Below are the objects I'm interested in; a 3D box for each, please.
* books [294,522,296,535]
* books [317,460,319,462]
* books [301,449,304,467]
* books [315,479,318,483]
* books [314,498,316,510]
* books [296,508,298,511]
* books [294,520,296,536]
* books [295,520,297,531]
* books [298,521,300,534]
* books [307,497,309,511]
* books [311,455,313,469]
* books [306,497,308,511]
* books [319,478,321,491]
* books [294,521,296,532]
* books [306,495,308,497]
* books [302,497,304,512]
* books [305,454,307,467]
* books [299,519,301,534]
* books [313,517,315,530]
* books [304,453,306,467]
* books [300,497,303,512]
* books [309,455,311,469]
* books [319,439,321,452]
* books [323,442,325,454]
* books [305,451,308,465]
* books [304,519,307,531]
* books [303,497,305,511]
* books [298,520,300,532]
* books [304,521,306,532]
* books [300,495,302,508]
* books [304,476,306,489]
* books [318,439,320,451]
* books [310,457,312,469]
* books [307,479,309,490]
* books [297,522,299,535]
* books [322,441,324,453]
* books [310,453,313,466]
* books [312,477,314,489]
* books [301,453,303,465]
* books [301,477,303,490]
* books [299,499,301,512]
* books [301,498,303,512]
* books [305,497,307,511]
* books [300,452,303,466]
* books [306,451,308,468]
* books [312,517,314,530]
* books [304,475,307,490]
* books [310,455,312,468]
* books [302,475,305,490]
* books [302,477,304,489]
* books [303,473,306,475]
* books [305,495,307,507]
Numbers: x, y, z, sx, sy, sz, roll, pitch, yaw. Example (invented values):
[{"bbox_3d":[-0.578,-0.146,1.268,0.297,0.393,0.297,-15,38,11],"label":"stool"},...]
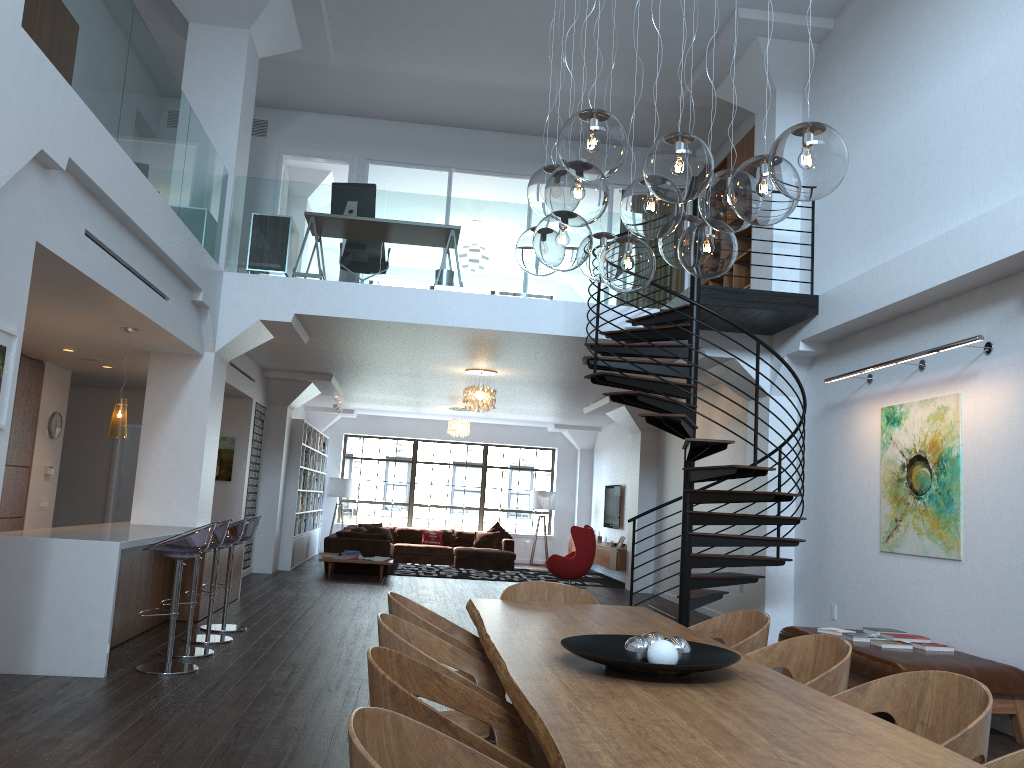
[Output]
[{"bbox_3d":[-3.608,2.352,14.415,0.161,0.223,0.032,4,-8,-6],"label":"books"},{"bbox_3d":[-3.876,1.595,17.403,0.140,0.231,0.042,4,-8,-6],"label":"books"},{"bbox_3d":[-3.545,1.218,14.685,0.176,0.290,0.053,4,-8,-6],"label":"books"},{"bbox_3d":[-3.892,1.977,17.405,0.140,0.231,0.042,4,-8,-6],"label":"books"},{"bbox_3d":[-3.900,2.315,17.169,0.174,0.242,0.105,4,-8,-6],"label":"books"},{"bbox_3d":[-3.619,2.028,14.397,0.197,0.033,0.284,8,-9,-31],"label":"books"},{"bbox_3d":[-3.626,2.341,14.451,0.183,0.253,0.042,4,-8,-6],"label":"books"},{"bbox_3d":[-3.635,2.352,14.533,0.180,0.251,0.048,4,-8,-6],"label":"books"},{"bbox_3d":[-3.695,2.413,15.037,0.180,0.259,0.042,4,-8,-6],"label":"books"},{"bbox_3d":[-3.780,2.164,16.040,0.183,0.253,0.034,4,-8,-7],"label":"books"},{"bbox_3d":[-3.738,1.411,16.180,0.197,0.283,0.065,4,-8,-6],"label":"books"},{"bbox_3d":[-3.746,2.142,15.864,0.183,0.253,0.034,4,-8,-7],"label":"books"},{"bbox_3d":[-3.967,2.026,17.905,0.180,0.259,0.042,4,-8,-6],"label":"books"},{"bbox_3d":[-3.604,2.334,14.341,0.174,0.240,0.054,4,-8,-6],"label":"books"},{"bbox_3d":[-3.758,2.128,15.899,0.176,0.290,0.036,4,-8,-7],"label":"books"},{"bbox_3d":[-3.680,2.061,15.233,0.183,0.253,0.034,4,-8,-6],"label":"books"},{"bbox_3d":[-3.632,1.320,15.294,0.174,0.240,0.054,4,-8,-6],"label":"books"},{"bbox_3d":[-3.699,2.427,15.123,0.183,0.253,0.042,4,-8,-6],"label":"books"},{"bbox_3d":[-3.924,2.690,17.166,0.183,0.253,0.034,4,-8,-7],"label":"books"},{"bbox_3d":[-3.629,1.299,15.183,0.183,0.253,0.042,4,-8,-6],"label":"books"},{"bbox_3d":[-3.669,2.049,15.119,0.171,0.246,0.057,4,-8,-6],"label":"books"},{"bbox_3d":[-3.684,1.378,15.798,0.182,0.253,0.034,4,-8,-6],"label":"books"},{"bbox_3d":[-3.841,1.203,17.344,0.183,0.253,0.034,4,-8,-6],"label":"books"},{"bbox_3d":[-3.937,1.305,18.155,0.183,0.253,0.042,4,-8,-6],"label":"books"},{"bbox_3d":[-3.662,1.312,15.408,0.198,0.284,0.049,4,-8,-6],"label":"books"},{"bbox_3d":[-3.810,2.563,16.093,0.140,0.231,0.042,4,-8,-6],"label":"books"},{"bbox_3d":[-3.695,2.077,15.368,0.183,0.253,0.034,4,-8,-6],"label":"books"},{"bbox_3d":[-3.681,2.410,14.959,0.171,0.246,0.039,4,-8,-6],"label":"books"},{"bbox_3d":[-3.783,2.557,15.927,0.146,0.202,0.027,4,-8,-6],"label":"books"},{"bbox_3d":[-3.659,2.011,14.997,0.176,0.290,0.053,4,-8,-6],"label":"books"},{"bbox_3d":[-3.649,1.695,15.249,0.174,0.239,0.045,4,-8,-6],"label":"books"},{"bbox_3d":[-3.830,1.196,17.262,0.171,0.246,0.057,4,-8,-6],"label":"books"},{"bbox_3d":[-3.714,1.416,16.042,0.174,0.239,0.045,4,-8,-6],"label":"books"},{"bbox_3d":[-3.724,1.793,15.880,0.161,0.207,0.135,4,-8,-7],"label":"books"},{"bbox_3d":[-3.663,2.416,14.848,0.161,0.223,0.030,4,-8,-6],"label":"books"},{"bbox_3d":[-3.917,1.277,17.939,0.183,0.253,0.042,4,-8,-6],"label":"books"},{"bbox_3d":[-3.727,1.401,16.121,0.176,0.290,0.053,4,-8,-6],"label":"books"},{"bbox_3d":[-3.811,1.865,16.593,0.171,0.246,0.036,4,-8,-6],"label":"books"},{"bbox_3d":[-3.546,1.232,14.605,0.174,0.242,0.105,4,-8,-6],"label":"books"},{"bbox_3d":[-3.612,1.651,14.905,0.174,0.239,0.045,4,-8,-6],"label":"books"},{"bbox_3d":[-3.649,2.023,14.912,0.171,0.246,0.057,4,-8,-6],"label":"books"},{"bbox_3d":[-3.680,2.056,15.200,0.183,0.253,0.034,4,-8,-6],"label":"books"},{"bbox_3d":[-3.729,2.117,15.671,0.183,0.253,0.034,4,-8,-7],"label":"books"},{"bbox_3d":[-3.533,1.225,14.523,0.172,0.235,0.112,4,-8,-6],"label":"books"},{"bbox_3d":[-3.651,1.316,15.461,0.176,0.291,0.053,4,-8,-6],"label":"books"},{"bbox_3d":[-3.908,2.669,17.006,0.183,0.253,0.034,4,-8,-7],"label":"books"},{"bbox_3d":[-3.653,1.698,15.323,0.182,0.253,0.034,4,-8,-6],"label":"books"},{"bbox_3d":[-3.711,1.406,15.992,0.170,0.245,0.057,4,-8,-6],"label":"books"},{"bbox_3d":[-3.638,1.676,15.151,0.182,0.253,0.034,4,-8,-6],"label":"books"},{"bbox_3d":[-3.628,1.678,15.048,0.161,0.223,0.026,4,-8,-6],"label":"books"},{"bbox_3d":[-3.669,1.687,15.386,0.176,0.294,0.102,4,-8,-6],"label":"books"},{"bbox_3d":[-3.724,2.093,15.631,0.176,0.290,0.053,4,-8,-7],"label":"books"}]
